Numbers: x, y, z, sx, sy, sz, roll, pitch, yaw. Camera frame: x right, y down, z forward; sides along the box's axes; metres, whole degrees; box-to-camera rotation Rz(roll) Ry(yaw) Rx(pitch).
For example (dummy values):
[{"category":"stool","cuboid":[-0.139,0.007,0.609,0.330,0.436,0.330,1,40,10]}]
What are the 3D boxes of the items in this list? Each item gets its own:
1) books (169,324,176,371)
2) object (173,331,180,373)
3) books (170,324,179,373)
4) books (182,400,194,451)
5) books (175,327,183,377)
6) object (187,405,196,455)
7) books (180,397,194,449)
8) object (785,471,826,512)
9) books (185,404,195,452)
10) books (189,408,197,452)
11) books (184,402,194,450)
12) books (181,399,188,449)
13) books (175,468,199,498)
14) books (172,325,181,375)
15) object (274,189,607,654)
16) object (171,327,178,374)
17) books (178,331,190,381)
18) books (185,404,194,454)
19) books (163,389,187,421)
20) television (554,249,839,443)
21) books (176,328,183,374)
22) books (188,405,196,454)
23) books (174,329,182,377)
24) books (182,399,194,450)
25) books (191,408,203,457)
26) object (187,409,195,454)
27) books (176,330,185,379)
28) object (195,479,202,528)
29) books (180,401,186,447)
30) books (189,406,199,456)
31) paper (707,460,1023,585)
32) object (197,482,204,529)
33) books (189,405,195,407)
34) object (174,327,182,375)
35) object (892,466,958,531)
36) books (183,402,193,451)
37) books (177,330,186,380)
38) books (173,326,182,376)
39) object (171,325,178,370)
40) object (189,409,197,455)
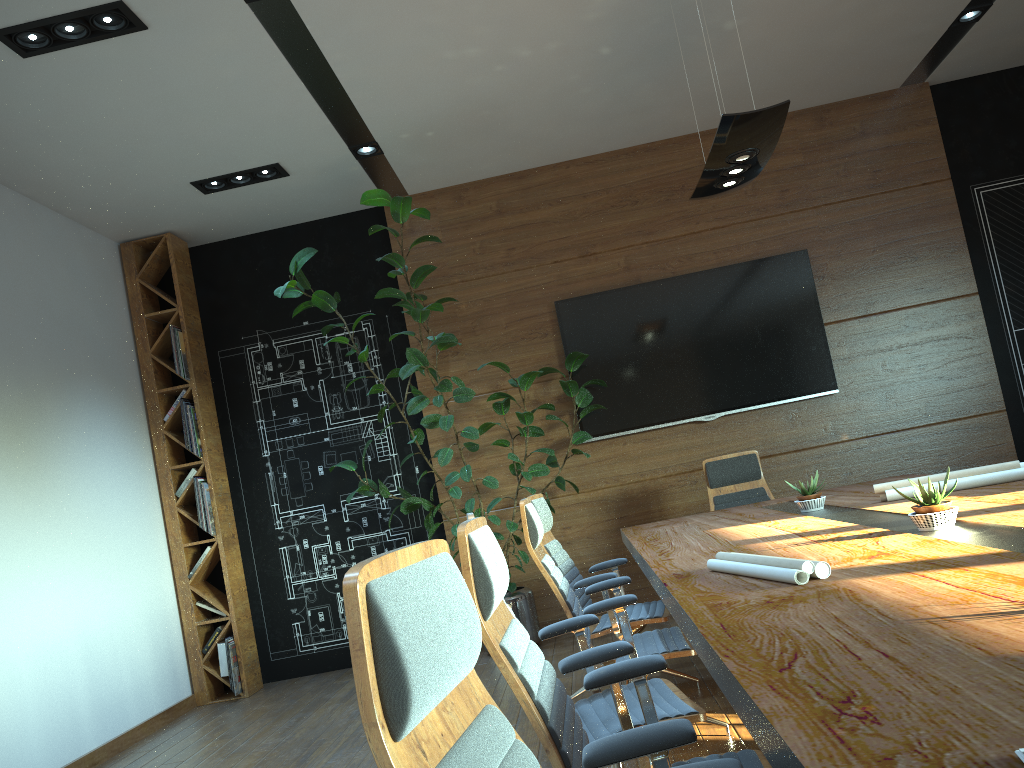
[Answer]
[{"category":"books","cuboid":[1.276,-1.050,6.850,8.004,0.389,0.399,-11,-5,4]},{"category":"object","cuboid":[1.282,-1.025,6.857,7.955,0.389,0.399,-11,-5,4]},{"category":"books","cuboid":[1.277,-1.047,6.853,7.996,0.392,0.399,-11,-5,4]},{"category":"books","cuboid":[-2.511,0.340,7.055,0.016,0.400,0.388,-11,-5,3]},{"category":"books","cuboid":[1.284,-1.013,6.856,7.918,0.398,0.399,-11,-5,4]},{"category":"object","cuboid":[-2.468,0.376,7.054,0.006,0.389,0.399,-11,-5,3]},{"category":"books","cuboid":[-2.532,0.322,7.059,0.024,0.402,0.392,-11,-5,3]},{"category":"object","cuboid":[1.434,0.522,4.298,0.153,0.187,0.178,-10,-5,-8]},{"category":"books","cuboid":[-2.494,0.360,7.056,0.016,0.380,0.397,-11,-5,3]},{"category":"books","cuboid":[1.404,-0.399,6.810,7.896,0.392,0.399,-11,-5,4]},{"category":"books","cuboid":[-2.500,0.353,7.060,0.016,0.387,0.392,-11,-5,3]},{"category":"books","cuboid":[-2.525,0.333,7.062,0.023,0.389,0.387,-11,-5,3]},{"category":"books","cuboid":[1.475,-0.034,6.754,8.426,0.207,0.176,-11,-5,4]},{"category":"books","cuboid":[1.279,-1.037,6.851,7.971,0.394,0.399,-11,-5,4]},{"category":"object","cuboid":[-0.456,0.367,6.728,2.032,3.356,1.691,-6,-7,-45]},{"category":"object","cuboid":[1.278,-1.041,6.857,7.988,0.389,0.399,-11,-5,4]},{"category":"books","cuboid":[1.289,-0.985,6.846,7.868,0.388,0.399,-11,-5,4]},{"category":"books","cuboid":[-2.483,0.367,7.056,0.006,0.388,0.394,-11,-5,3]},{"category":"books","cuboid":[1.359,-0.632,6.841,8.421,0.230,0.239,-11,-5,4]},{"category":"television","cuboid":[1.445,-0.282,7.025,2.031,1.176,0.075,-11,-4,3]},{"category":"books","cuboid":[1.285,-1.007,6.852,7.909,0.395,0.399,-11,-5,4]},{"category":"books","cuboid":[-2.464,0.378,7.057,0.006,0.392,0.399,-11,-5,3]},{"category":"books","cuboid":[1.283,-1.013,6.847,7.937,0.380,0.397,-11,-5,4]},{"category":"books","cuboid":[-2.521,0.333,7.059,0.023,0.396,0.389,-11,-5,3]},{"category":"books","cuboid":[1.407,-0.389,6.810,7.874,0.389,0.399,-11,-5,4]},{"category":"object","cuboid":[-2.477,0.374,7.057,0.006,0.382,0.385,-11,-5,3]},{"category":"books","cuboid":[1.287,-0.995,6.847,7.899,0.382,0.401,-11,-5,4]},{"category":"object","cuboid":[1.511,0.143,6.767,8.019,0.388,0.394,-11,-5,4]},{"category":"books","cuboid":[-2.535,0.329,7.065,0.023,0.382,0.402,-11,-5,3]},{"category":"books","cuboid":[1.405,-0.397,6.804,7.887,0.394,0.399,-11,-5,4]},{"category":"paper","cuboid":[1.298,0.469,3.212,0.632,0.083,2.236,-17,-9,43]},{"category":"object","cuboid":[1.514,0.158,6.763,7.989,0.390,0.387,-11,-5,4]},{"category":"books","cuboid":[-2.473,0.374,7.064,0.006,0.389,0.399,-11,-5,3]},{"category":"object","cuboid":[1.283,-1.015,6.856,7.927,0.395,0.399,-11,-5,4]},{"category":"object","cuboid":[1.328,0.366,2.815,0.154,0.187,0.177,-16,-7,43]},{"category":"books","cuboid":[-2.504,0.350,7.062,0.016,0.388,0.394,-11,-5,3]},{"category":"books","cuboid":[1.288,-0.991,6.853,7.877,0.396,0.400,-11,-5,4]},{"category":"books","cuboid":[1.281,-1.026,6.847,7.947,0.396,0.392,-11,-5,4]},{"category":"object","cuboid":[1.279,-1.039,6.857,7.980,0.392,0.399,-11,-5,4]},{"category":"object","cuboid":[-2.458,0.383,7.061,0.006,0.389,0.399,-11,-5,3]}]
